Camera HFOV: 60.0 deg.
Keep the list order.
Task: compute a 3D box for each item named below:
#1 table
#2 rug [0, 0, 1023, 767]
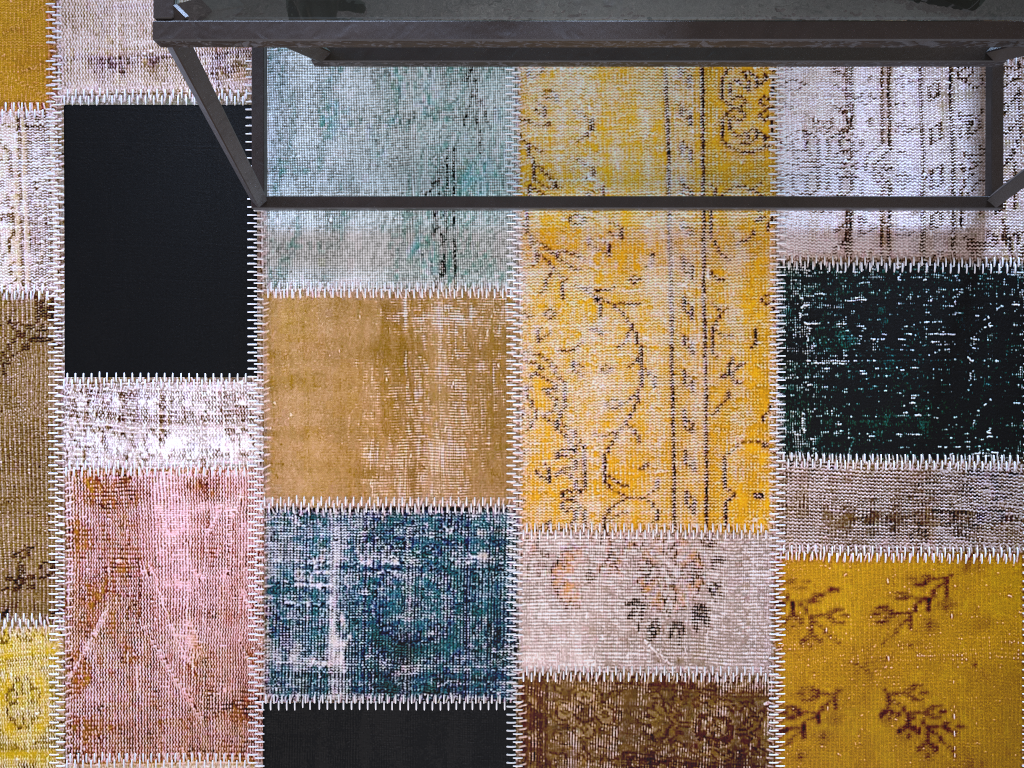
[{"bbox_3d":[0.129,-0.621,0.809,0.842,0.388,0.848,0,90,0],"label":"table"},{"bbox_3d":[-0.110,-0.288,1.021,1.432,0.013,2.364,0,90,0],"label":"rug"}]
